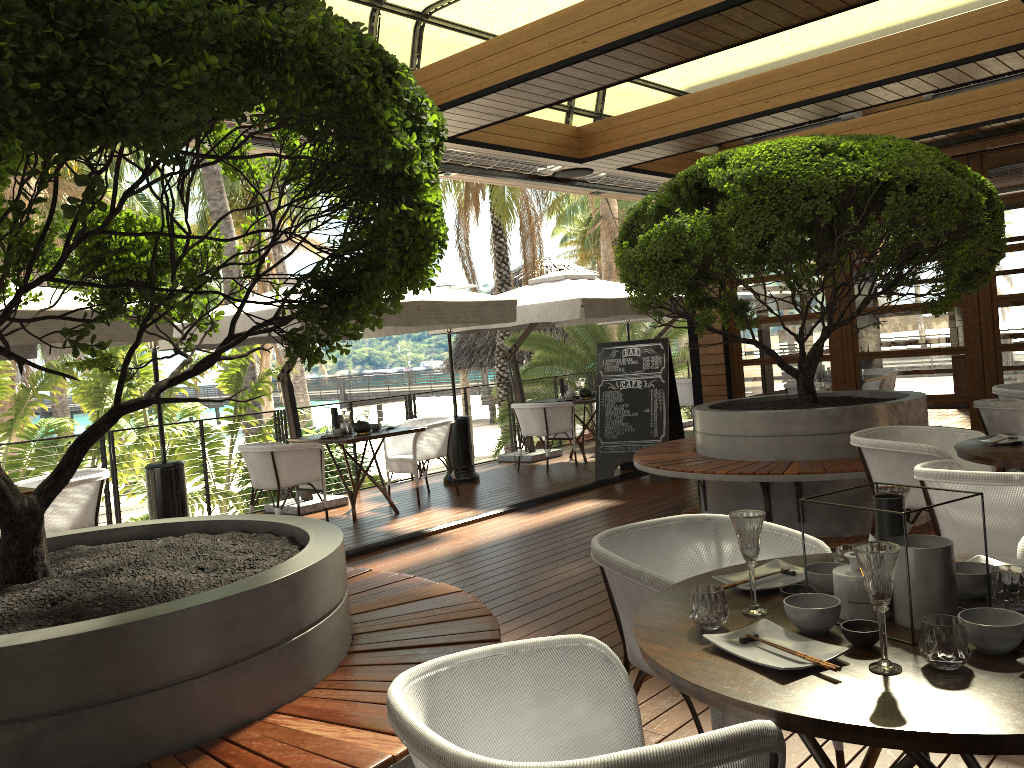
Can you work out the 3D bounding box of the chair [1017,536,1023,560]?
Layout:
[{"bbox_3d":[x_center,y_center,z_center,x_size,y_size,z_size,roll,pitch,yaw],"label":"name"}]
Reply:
[{"bbox_3d":[1.794,0.764,2.350,0.617,0.788,0.627,-6,2,-26],"label":"chair"}]

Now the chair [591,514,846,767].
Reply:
[{"bbox_3d":[0.606,0.850,2.713,0.628,0.788,0.616,-6,2,-26],"label":"chair"}]

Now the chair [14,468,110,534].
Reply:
[{"bbox_3d":[-3.176,1.034,6.280,0.627,0.788,0.617,-3,2,43],"label":"chair"}]

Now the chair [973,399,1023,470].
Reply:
[{"bbox_3d":[3.510,0.483,5.958,0.617,0.788,0.627,-5,2,-16],"label":"chair"}]

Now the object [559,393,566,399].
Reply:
[{"bbox_3d":[0.607,0.150,10.642,0.086,0.086,0.086,-6,2,-43],"label":"object"}]

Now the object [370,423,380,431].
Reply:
[{"bbox_3d":[-1.291,0.407,8.352,0.116,0.065,0.116,-3,3,41],"label":"object"}]

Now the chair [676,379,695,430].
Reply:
[{"bbox_3d":[2.611,0.305,12.679,0.627,0.788,0.617,-3,2,43],"label":"chair"}]

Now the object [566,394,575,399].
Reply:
[{"bbox_3d":[0.702,0.155,10.584,0.116,0.065,0.116,-7,3,-43],"label":"object"}]

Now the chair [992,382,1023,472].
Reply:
[{"bbox_3d":[4.167,0.391,6.935,0.628,0.788,0.617,-5,2,-16],"label":"chair"}]

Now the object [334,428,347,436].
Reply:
[{"bbox_3d":[-1.566,0.441,8.090,0.116,0.065,0.116,-3,3,41],"label":"object"}]

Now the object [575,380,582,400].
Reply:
[{"bbox_3d":[0.788,0.069,10.438,0.082,0.227,0.082,-4,2,43],"label":"object"}]

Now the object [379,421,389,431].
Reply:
[{"bbox_3d":[-1.199,0.391,8.290,0.086,0.086,0.086,-6,2,-43],"label":"object"}]

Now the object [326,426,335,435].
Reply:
[{"bbox_3d":[-1.662,0.435,8.148,0.086,0.086,0.086,-6,2,-43],"label":"object"}]

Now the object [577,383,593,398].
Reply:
[{"bbox_3d":[0.884,0.080,10.653,0.168,0.179,0.163,-3,2,41],"label":"object"}]

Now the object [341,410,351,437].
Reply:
[{"bbox_3d":[-1.480,0.354,7.944,0.082,0.227,0.082,-4,1,32],"label":"object"}]

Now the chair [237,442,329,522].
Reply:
[{"bbox_3d":[-1.982,0.883,7.628,0.627,0.788,0.617,-3,2,43],"label":"chair"}]

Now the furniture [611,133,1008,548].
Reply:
[{"bbox_3d":[2.100,-0.364,6.399,2.568,2.721,2.721,-5,2,8],"label":"furniture"}]

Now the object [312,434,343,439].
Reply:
[{"bbox_3d":[-1.635,0.472,7.942,0.294,0.025,0.170,-3,3,42],"label":"object"}]

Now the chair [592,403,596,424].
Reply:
[{"bbox_3d":[1.420,0.456,11.333,0.627,0.788,0.617,-3,2,43],"label":"chair"}]

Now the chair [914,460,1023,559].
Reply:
[{"bbox_3d":[2.007,0.699,3.578,0.617,0.788,0.627,-6,2,-41],"label":"chair"}]

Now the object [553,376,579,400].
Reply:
[{"bbox_3d":[0.660,0.049,10.853,0.263,0.264,0.263,-5,2,-3],"label":"object"}]

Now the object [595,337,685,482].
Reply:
[{"bbox_3d":[1.291,0.247,9.095,0.768,1.396,0.772,-4,1,27],"label":"object"}]

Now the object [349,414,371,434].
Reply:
[{"bbox_3d":[-1.385,0.365,8.155,0.163,0.179,0.168,-3,2,44],"label":"object"}]

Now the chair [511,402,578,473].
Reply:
[{"bbox_3d":[0.359,0.588,10.203,0.627,0.788,0.617,-3,2,43],"label":"chair"}]

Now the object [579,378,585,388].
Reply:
[{"bbox_3d":[0.879,0.041,10.988,0.082,0.227,0.082,-4,2,43],"label":"object"}]

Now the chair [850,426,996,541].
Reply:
[{"bbox_3d":[2.192,0.640,4.742,0.628,0.788,0.616,-6,2,-41],"label":"chair"}]

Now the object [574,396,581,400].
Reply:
[{"bbox_3d":[0.776,0.163,10.519,0.080,0.042,0.080,-4,2,34],"label":"object"}]

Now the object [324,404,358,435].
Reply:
[{"bbox_3d":[-1.608,0.335,8.359,0.263,0.264,0.263,-5,2,-3],"label":"object"}]

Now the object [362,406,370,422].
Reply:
[{"bbox_3d":[-1.390,0.326,8.494,0.082,0.227,0.082,-4,2,43],"label":"object"}]

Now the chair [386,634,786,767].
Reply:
[{"bbox_3d":[0.127,0.931,1.637,0.617,0.788,0.627,-6,2,-26],"label":"chair"}]

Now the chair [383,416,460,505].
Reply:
[{"bbox_3d":[-0.882,0.746,8.801,0.627,0.788,0.617,-3,2,43],"label":"chair"}]

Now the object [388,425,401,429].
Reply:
[{"bbox_3d":[-1.219,0.416,8.501,0.294,0.025,0.170,-3,3,42],"label":"object"}]

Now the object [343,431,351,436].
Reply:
[{"bbox_3d":[-1.492,0.448,8.024,0.080,0.042,0.080,-5,2,4],"label":"object"}]

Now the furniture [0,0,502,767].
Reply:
[{"bbox_3d":[-1.430,0.076,2.621,2.614,2.721,2.697,-4,2,33],"label":"furniture"}]

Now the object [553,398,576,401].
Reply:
[{"bbox_3d":[0.634,0.187,10.436,0.294,0.025,0.170,-3,3,42],"label":"object"}]

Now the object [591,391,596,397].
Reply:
[{"bbox_3d":[0.978,0.122,10.846,0.116,0.065,0.116,-7,3,-43],"label":"object"}]
